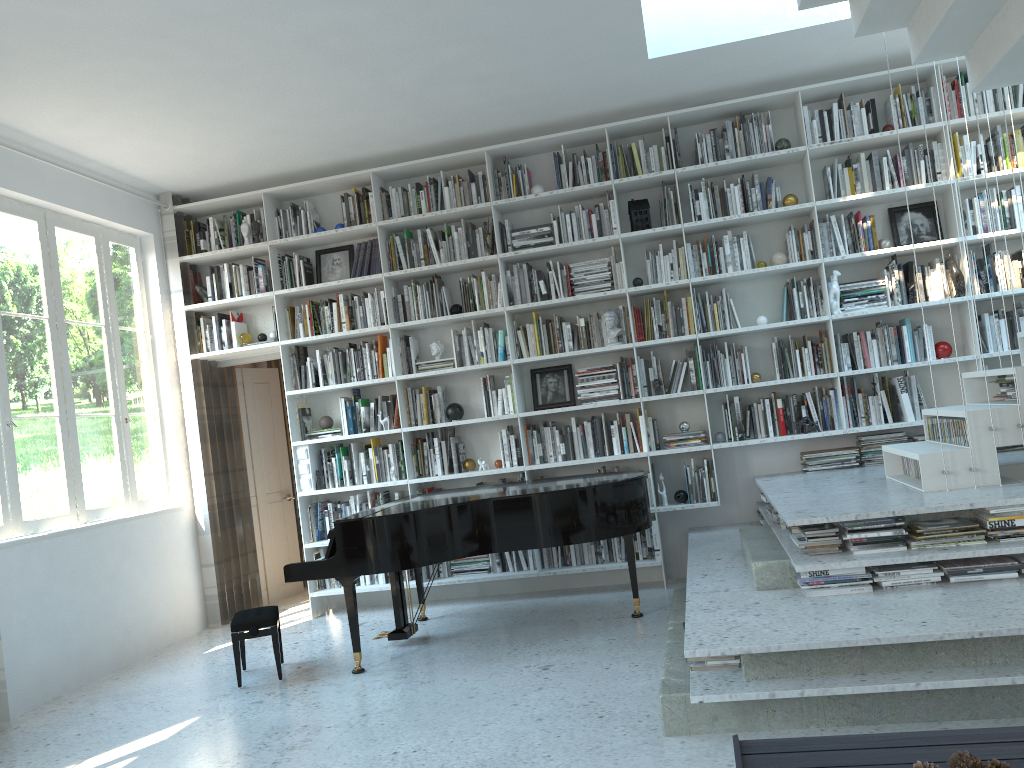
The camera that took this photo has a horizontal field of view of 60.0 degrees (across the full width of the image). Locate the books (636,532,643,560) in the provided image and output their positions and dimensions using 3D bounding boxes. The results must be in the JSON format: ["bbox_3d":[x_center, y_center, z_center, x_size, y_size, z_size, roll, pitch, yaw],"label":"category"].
[{"bbox_3d":[0.880,1.092,6.085,0.022,0.205,0.191,-8,-2,11],"label":"books"}]

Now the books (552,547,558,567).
[{"bbox_3d":[0.306,1.140,6.221,0.025,0.263,0.145,-8,-2,11],"label":"books"}]

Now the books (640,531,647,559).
[{"bbox_3d":[0.905,1.077,6.092,0.028,0.227,0.162,-8,-2,11],"label":"books"}]

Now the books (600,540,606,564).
[{"bbox_3d":[0.629,1.083,6.136,0.014,0.288,0.184,-8,-2,11],"label":"books"}]

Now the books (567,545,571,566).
[{"bbox_3d":[0.401,1.121,6.204,0.012,0.276,0.154,-8,-2,11],"label":"books"}]

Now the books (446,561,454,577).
[{"bbox_3d":[-0.446,1.232,6.374,0.027,0.282,0.129,-8,-2,11],"label":"books"}]

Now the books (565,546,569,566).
[{"bbox_3d":[0.391,1.141,6.201,0.012,0.238,0.128,-8,-2,11],"label":"books"}]

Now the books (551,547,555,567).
[{"bbox_3d":[0.291,1.145,6.234,0.010,0.259,0.131,-8,-2,11],"label":"books"}]

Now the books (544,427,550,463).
[{"bbox_3d":[0.260,0.426,6.239,0.024,0.247,0.132,-8,-2,11],"label":"books"}]

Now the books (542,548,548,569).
[{"bbox_3d":[0.242,1.152,6.214,0.026,0.256,0.183,-8,-2,11],"label":"books"}]

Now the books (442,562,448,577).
[{"bbox_3d":[-0.469,1.263,6.378,0.027,0.227,0.139,-8,-2,11],"label":"books"}]

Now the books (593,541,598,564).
[{"bbox_3d":[0.582,1.091,6.149,0.013,0.285,0.185,-8,-2,11],"label":"books"}]

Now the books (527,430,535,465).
[{"bbox_3d":[0.147,0.443,6.257,0.029,0.244,0.154,-8,-2,11],"label":"books"}]

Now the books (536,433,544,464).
[{"bbox_3d":[0.211,0.452,6.238,0.024,0.208,0.170,-8,-2,11],"label":"books"}]

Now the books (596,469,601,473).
[{"bbox_3d":[0.611,0.733,6.097,0.012,0.285,0.159,-8,-2,11],"label":"books"}]

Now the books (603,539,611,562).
[{"bbox_3d":[0.652,1.094,6.147,0.024,0.262,0.131,-8,-2,11],"label":"books"}]

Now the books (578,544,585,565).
[{"bbox_3d":[0.485,1.101,6.181,0.026,0.294,0.155,-8,-2,11],"label":"books"}]

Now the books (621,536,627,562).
[{"bbox_3d":[0.768,1.083,6.095,0.044,0.251,0.187,-8,-2,11],"label":"books"}]

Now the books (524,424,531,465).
[{"bbox_3d":[0.125,0.425,6.264,0.012,0.285,0.159,-8,-2,11],"label":"books"}]

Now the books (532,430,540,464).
[{"bbox_3d":[0.182,0.442,6.232,0.027,0.234,0.167,-8,-2,11],"label":"books"}]

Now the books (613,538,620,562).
[{"bbox_3d":[0.727,1.110,6.113,0.029,0.210,0.170,-8,-2,11],"label":"books"}]

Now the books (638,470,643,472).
[{"bbox_3d":[0.892,0.713,6.048,0.022,0.249,0.130,-8,-2,11],"label":"books"}]

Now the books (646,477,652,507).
[{"bbox_3d":[0.928,0.735,6.035,0.027,0.196,0.146,-8,-2,11],"label":"books"}]

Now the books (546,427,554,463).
[{"bbox_3d":[0.282,0.423,6.217,0.027,0.245,0.179,-8,-2,11],"label":"books"}]

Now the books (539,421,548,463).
[{"bbox_3d":[0.234,0.408,6.251,0.027,0.290,0.140,-8,-2,11],"label":"books"}]

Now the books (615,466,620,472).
[{"bbox_3d":[0.736,0.711,6.062,0.015,0.293,0.169,-8,-2,11],"label":"books"}]

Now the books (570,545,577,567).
[{"bbox_3d":[0.431,1.151,6.173,0.028,0.206,0.175,-8,-2,11],"label":"books"}]

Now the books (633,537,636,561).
[{"bbox_3d":[0.837,1.070,6.094,0.011,0.258,0.171,-8,-2,11],"label":"books"}]

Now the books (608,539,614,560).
[{"bbox_3d":[0.688,1.115,6.148,0.040,0.212,0.129,-8,-2,11],"label":"books"}]

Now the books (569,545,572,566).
[{"bbox_3d":[0.414,1.130,6.202,0.012,0.255,0.150,-8,-2,11],"label":"books"}]

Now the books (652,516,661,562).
[{"bbox_3d":[0.983,1.043,6.004,0.038,0.269,0.277,-8,-2,11],"label":"books"}]

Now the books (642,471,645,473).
[{"bbox_3d":[0.906,0.716,6.037,0.010,0.238,0.167,-8,-2,11],"label":"books"}]

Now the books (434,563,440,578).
[{"bbox_3d":[-0.529,1.293,6.384,0.053,0.184,0.148,-8,-2,11],"label":"books"}]

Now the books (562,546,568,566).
[{"bbox_3d":[0.374,1.140,6.208,0.022,0.247,0.144,-8,-2,11],"label":"books"}]

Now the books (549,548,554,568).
[{"bbox_3d":[0.273,1.106,6.226,0.014,0.340,0.139,-8,-2,11],"label":"books"}]

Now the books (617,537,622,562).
[{"bbox_3d":[0.741,1.066,6.112,0.011,0.292,0.184,-8,-2,11],"label":"books"}]

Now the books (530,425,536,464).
[{"bbox_3d":[0.163,0.424,6.246,0.011,0.275,0.146,-8,-2,11],"label":"books"}]

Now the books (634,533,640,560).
[{"bbox_3d":[0.861,1.102,6.100,0.024,0.191,0.155,-8,-2,11],"label":"books"}]

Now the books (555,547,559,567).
[{"bbox_3d":[0.317,1.101,6.209,0.012,0.337,0.144,-8,-2,11],"label":"books"}]

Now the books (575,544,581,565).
[{"bbox_3d":[0.466,1.153,6.196,0.030,0.196,0.143,-8,-2,11],"label":"books"}]

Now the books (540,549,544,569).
[{"bbox_3d":[0.217,1.157,6.240,0.012,0.254,0.161,-8,-2,11],"label":"books"}]

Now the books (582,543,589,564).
[{"bbox_3d":[0.516,1.126,6.178,0.030,0.234,0.138,-8,-2,11],"label":"books"}]

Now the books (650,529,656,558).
[{"bbox_3d":[0.973,1.091,6.076,0.023,0.181,0.148,-8,-2,11],"label":"books"}]

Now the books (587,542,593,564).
[{"bbox_3d":[0.543,1.110,6.172,0.028,0.261,0.132,-8,-2,11],"label":"books"}]

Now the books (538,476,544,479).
[{"bbox_3d":[0.218,0.785,6.168,0.012,0.284,0.137,-8,-2,11],"label":"books"}]

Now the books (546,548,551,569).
[{"bbox_3d":[0.258,1.127,6.211,0.014,0.300,0.184,-8,-2,11],"label":"books"}]

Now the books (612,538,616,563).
[{"bbox_3d":[0.707,1.114,6.112,0.010,0.206,0.180,-8,-2,11],"label":"books"}]

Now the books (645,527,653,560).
[{"bbox_3d":[0.943,1.077,6.070,0.029,0.217,0.191,-8,-2,11],"label":"books"}]

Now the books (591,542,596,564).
[{"bbox_3d":[0.572,1.135,6.164,0.024,0.203,0.144,-8,-2,11],"label":"books"}]

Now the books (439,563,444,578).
[{"bbox_3d":[-0.495,1.264,6.375,0.023,0.231,0.164,-8,-2,11],"label":"books"}]

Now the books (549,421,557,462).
[{"bbox_3d":[0.298,0.402,6.210,0.013,0.282,0.166,-8,-2,11],"label":"books"}]

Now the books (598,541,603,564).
[{"bbox_3d":[0.612,1.062,6.138,0.014,0.335,0.183,-8,-2,11],"label":"books"}]

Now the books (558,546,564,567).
[{"bbox_3d":[0.341,1.111,6.205,0.034,0.311,0.170,-8,-2,11],"label":"books"}]

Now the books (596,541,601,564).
[{"bbox_3d":[0.605,1.125,6.148,0.022,0.212,0.167,-8,-2,11],"label":"books"}]

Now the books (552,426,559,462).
[{"bbox_3d":[0.321,0.419,6.225,0.021,0.244,0.141,-8,-2,11],"label":"books"}]

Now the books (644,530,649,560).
[{"bbox_3d":[0.921,1.060,6.080,0.013,0.256,0.176,-8,-2,11],"label":"books"}]

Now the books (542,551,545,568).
[{"bbox_3d":[0.230,1.164,6.241,0.010,0.237,0.134,-8,-2,11],"label":"books"}]

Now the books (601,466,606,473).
[{"bbox_3d":[0.644,0.718,6.076,0.013,0.303,0.181,-8,-2,11],"label":"books"}]
